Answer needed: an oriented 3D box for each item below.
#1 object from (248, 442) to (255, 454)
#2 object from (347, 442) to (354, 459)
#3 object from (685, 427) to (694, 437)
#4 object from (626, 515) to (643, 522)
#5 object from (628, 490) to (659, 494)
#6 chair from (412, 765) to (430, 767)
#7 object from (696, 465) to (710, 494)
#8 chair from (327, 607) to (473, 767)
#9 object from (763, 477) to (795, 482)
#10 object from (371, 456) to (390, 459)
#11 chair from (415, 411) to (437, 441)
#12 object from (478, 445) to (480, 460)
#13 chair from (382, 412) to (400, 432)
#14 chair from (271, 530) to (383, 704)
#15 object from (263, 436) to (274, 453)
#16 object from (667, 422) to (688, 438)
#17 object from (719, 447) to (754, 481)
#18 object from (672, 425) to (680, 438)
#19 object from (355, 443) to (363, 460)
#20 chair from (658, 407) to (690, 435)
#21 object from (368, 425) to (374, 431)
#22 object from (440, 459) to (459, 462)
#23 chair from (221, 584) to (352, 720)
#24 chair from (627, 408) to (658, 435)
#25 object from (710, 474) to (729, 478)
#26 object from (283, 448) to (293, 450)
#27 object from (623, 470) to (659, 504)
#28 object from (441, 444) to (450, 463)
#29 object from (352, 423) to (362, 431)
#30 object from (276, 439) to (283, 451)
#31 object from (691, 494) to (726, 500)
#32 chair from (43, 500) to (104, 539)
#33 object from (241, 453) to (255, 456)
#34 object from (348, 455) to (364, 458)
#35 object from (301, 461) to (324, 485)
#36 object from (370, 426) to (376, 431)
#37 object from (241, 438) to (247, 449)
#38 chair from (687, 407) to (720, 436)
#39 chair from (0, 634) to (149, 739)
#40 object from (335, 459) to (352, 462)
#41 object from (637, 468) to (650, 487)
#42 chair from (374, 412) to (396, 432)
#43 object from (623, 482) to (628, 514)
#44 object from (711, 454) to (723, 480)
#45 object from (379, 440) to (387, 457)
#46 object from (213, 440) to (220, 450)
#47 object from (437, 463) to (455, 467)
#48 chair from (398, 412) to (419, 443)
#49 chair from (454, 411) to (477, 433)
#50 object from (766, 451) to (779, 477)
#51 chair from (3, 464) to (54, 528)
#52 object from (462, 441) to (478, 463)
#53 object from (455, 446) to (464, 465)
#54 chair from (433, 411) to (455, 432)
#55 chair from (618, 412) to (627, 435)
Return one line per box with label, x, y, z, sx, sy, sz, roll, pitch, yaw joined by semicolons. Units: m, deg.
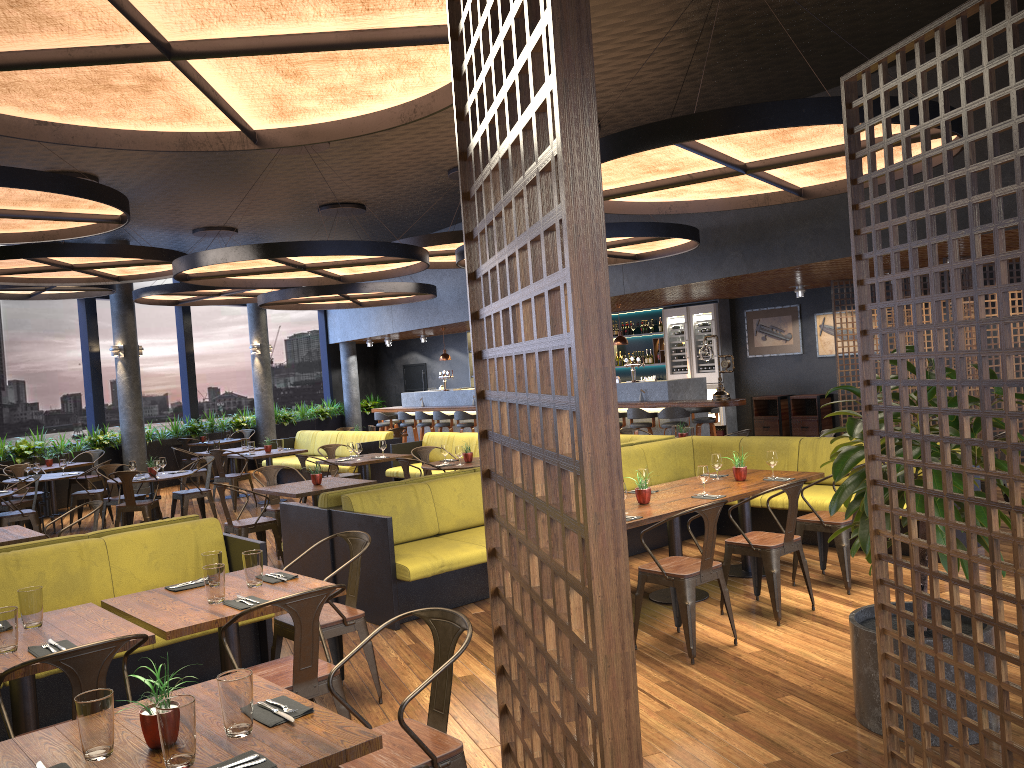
object;-3.965;0.970;13.502;0.102;0.178;0.102;-5;1;-36
object;-2.090;0.862;11.498;0.097;0.206;0.097;-3;1;41
object;2.074;0.594;10.324;0.102;0.178;0.102;-3;1;34
object;0.709;0.863;5.756;0.157;0.019;0.255;-5;1;-41
object;1.013;0.821;6.775;0.157;0.019;0.255;-5;1;-41
chair;-0.444;1.327;2.057;0.504;0.917;0.541;-5;1;-41
object;1.409;0.703;6.524;0.097;0.206;0.097;-4;1;5
chair;-0.389;1.303;3.098;0.541;0.917;0.504;-5;1;-41
object;2.072;0.741;6.952;0.157;0.019;0.255;-5;1;-41
object;-1.681;0.931;11.251;0.157;0.019;0.255;-5;1;-41
chair;-1.674;1.052;17.780;0.483;1.048;0.438;-4;1;20
object;-0.341;0.761;10.142;0.097;0.206;0.097;-4;1;1
chair;-2.667;1.086;19.799;0.483;1.048;0.438;-4;1;-12
chair;-1.029;1.315;4.906;0.541;0.917;0.504;-5;1;-41
object;-3.719;0.906;13.528;0.238;0.271;0.260;-4;1;-2
object;2.000;0.550;10.452;0.260;0.271;0.238;-5;1;-40
object;1.806;0.629;7.039;0.238;0.271;0.260;-5;1;-20
object;1.981;0.594;10.689;0.102;0.178;0.102;-3;1;34
object;-1.936;0.856;11.192;0.097;0.206;0.097;-5;1;-41
chair;2.394;0.848;13.049;0.483;1.048;0.438;-3;1;41
object;-2.501;0.822;15.748;0.102;0.178;0.102;-4;1;-6
object;-0.711;0.880;10.240;0.157;0.019;0.255;-5;1;-34
chair;-0.990;1.331;3.933;0.504;0.917;0.541;-5;1;-41
chair;1.999;0.868;13.486;0.438;1.048;0.483;-4;1;-12
object;1.695;0.761;7.372;0.157;0.019;0.255;-5;1;-41
object;-3.462;1.009;13.743;0.157;0.019;0.255;-5;1;-42
object;0.925;0.708;6.266;0.238;0.271;0.260;-5;1;-20
object;-0.761;0.793;10.070;0.097;0.206;0.097;-4;1;-16
object;-2.682;0.797;15.324;0.238;0.271;0.260;-5;1;-36
object;-3.553;0.939;13.599;0.102;0.178;0.102;-4;1;14
object;1.391;0.802;6.354;0.157;0.019;0.255;-5;1;-41
chair;-3.645;1.458;7.336;0.541;0.917;0.504;-5;1;-41
object;-3.982;1.055;13.331;0.157;0.019;0.255;-5;1;-42
object;-2.058;0.950;11.672;0.157;0.019;0.255;-5;1;-41
object;-1.962;0.868;8.843;0.260;0.271;0.238;-4;1;-6
object;-2.404;0.823;15.335;0.102;0.178;0.102;-3;1;34
object;-4.402;0.982;14.572;0.102;0.178;0.102;-4;1;24
chair;2.935;0.801;13.472;0.483;1.048;0.438;-4;1;20
chair;-1.641;1.389;3.362;0.504;0.917;0.541;-5;1;-41
object;-2.101;0.962;11.219;0.255;0.019;0.157;-5;1;-41
object;0.982;0.733;6.601;0.097;0.206;0.097;-4;1;5
chair;-2.650;1.103;18.812;0.483;1.048;0.438;-4;1;20
object;0.727;0.764;5.927;0.097;0.206;0.097;-4;1;5
object;1.664;0.672;7.198;0.097;0.206;0.097;-4;1;5
object;-1.663;0.832;11.422;0.097;0.206;0.097;-3;1;41
object;-4.814;1.013;14.475;0.102;0.178;0.102;-4;1;24
object;-0.740;0.891;9.766;0.255;0.019;0.157;-5;1;-39
chair;-2.075;1.073;18.221;0.483;1.048;0.438;-4;1;20
chair;-0.835;1.013;16.640;0.438;1.048;0.483;-5;1;-21
object;2.090;0.642;7.122;0.097;0.206;0.097;-4;1;5
chair;-6.798;1.589;12.449;0.541;0.917;0.504;-3;1;40
object;-0.493;0.740;9.944;0.238;0.271;0.260;-5;1;-20
object;-0.576;0.786;9.733;0.097;0.206;0.097;-4;1;-3
chair;-1.282;1.035;17.215;0.438;1.048;0.483;-4;1;-12
chair;1.640;0.884;13.998;0.483;1.048;0.438;-4;1;20
